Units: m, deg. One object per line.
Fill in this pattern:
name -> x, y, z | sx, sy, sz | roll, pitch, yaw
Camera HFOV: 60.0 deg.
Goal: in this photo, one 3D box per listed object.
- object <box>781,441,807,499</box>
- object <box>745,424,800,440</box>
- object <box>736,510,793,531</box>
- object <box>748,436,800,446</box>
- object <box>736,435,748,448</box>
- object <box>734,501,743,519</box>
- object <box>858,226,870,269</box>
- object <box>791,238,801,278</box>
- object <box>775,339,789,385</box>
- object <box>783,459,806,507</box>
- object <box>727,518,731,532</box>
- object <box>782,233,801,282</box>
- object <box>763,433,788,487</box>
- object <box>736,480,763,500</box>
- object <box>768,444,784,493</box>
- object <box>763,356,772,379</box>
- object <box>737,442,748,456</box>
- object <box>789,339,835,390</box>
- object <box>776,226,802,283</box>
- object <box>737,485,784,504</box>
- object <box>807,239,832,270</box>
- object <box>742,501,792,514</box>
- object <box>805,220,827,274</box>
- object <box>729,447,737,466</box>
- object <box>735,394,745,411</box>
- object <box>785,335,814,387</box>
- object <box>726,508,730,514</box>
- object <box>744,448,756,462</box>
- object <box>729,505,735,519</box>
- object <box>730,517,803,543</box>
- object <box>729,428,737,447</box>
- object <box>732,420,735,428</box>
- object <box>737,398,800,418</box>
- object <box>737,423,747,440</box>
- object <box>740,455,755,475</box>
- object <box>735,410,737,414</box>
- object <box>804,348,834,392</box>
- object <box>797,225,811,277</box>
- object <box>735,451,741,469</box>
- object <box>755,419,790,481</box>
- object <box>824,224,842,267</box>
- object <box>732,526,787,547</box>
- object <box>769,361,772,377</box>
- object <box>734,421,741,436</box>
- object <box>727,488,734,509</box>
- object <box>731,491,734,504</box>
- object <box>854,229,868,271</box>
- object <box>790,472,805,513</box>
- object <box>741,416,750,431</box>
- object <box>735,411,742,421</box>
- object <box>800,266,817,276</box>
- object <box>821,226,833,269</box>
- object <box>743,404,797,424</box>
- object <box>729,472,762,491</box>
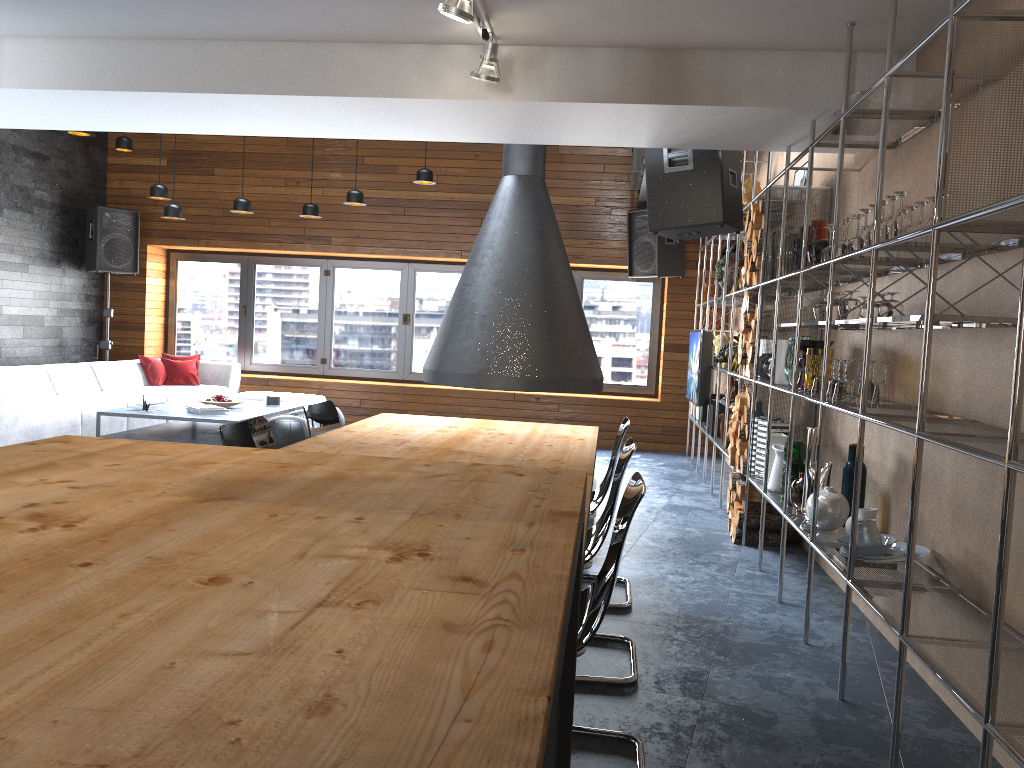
object -> 1.456, 0.446, 4.566 | 0.125, 0.295, 0.130 | 5, 4, 31
object -> 1.561, 0.286, 5.322 | 0.309, 0.121, 0.111 | 3, 3, 5
object -> 1.523, 0.825, 5.350 | 0.321, 0.109, 0.110 | 3, 3, 7
object -> 1.584, 0.347, 5.375 | 0.286, 0.143, 0.143 | 3, 3, 6
object -> 1.560, 0.366, 5.557 | 0.288, 0.118, 0.147 | 3, 3, 2
object -> 1.537, 0.784, 5.460 | 0.329, 0.135, 0.095 | 3, 3, 2
object -> 1.556, -0.598, 3.889 | 0.070, 0.184, 0.071 | 2, 4, -18
object -> 1.520, -0.668, 4.724 | 0.058, 0.215, 0.077 | 5, 4, 32
object -> 1.513, -0.116, 4.789 | 0.175, 0.241, 0.165 | 6, 5, 42
object -> 1.427, 0.494, 4.388 | 0.161, 0.219, 0.157 | 0, 4, -37
object -> 1.544, 0.915, 5.698 | 0.303, 0.095, 0.087 | 3, 3, 6
object -> 1.552, -0.696, 4.887 | 0.113, 0.253, 0.112 | 3, 3, 6
object -> 1.474, 0.425, 4.968 | 0.092, 0.287, 0.148 | 3, 3, 6
object -> 1.543, 0.656, 5.473 | 0.309, 0.131, 0.099 | 3, 3, 2
object -> 1.472, 0.458, 4.775 | 0.171, 0.245, 0.146 | 6, 4, 36
object -> 1.539, -0.089, 5.152 | 0.150, 0.146, 0.148 | 2, 4, -14
object -> 1.562, 0.409, 5.472 | 0.330, 0.098, 0.103 | 3, 3, 3
object -> 1.469, -0.094, 4.369 | 0.218, 0.243, 0.216 | 3, 3, -4
object -> 1.574, -0.734, 5.044 | 0.122, 0.313, 0.122 | 5, 4, 26
object -> 1.534, 0.665, 5.345 | 0.331, 0.105, 0.105 | 3, 3, 3
object -> 1.459, -0.603, 4.151 | 0.148, 0.149, 0.149 | 0, 5, -41
object -> 1.548, 0.717, 5.382 | 0.288, 0.135, 0.109 | 4, 4, 10
object -> 1.482, -0.663, 4.295 | 0.126, 0.254, 0.127 | 0, 5, -40
object -> 1.577, 0.469, 5.672 | 0.362, 0.131, 0.154 | 3, 3, 7
object -> 1.595, 0.129, 5.706 | 0.299, 0.119, 0.151 | 4, 4, 9
object -> 1.480, -0.115, 4.564 | 0.144, 0.264, 0.142 | 6, 4, 36
object -> 1.564, 0.830, 5.801 | 0.303, 0.088, 0.095 | 3, 3, 4
object -> 1.556, 0.429, 5.324 | 0.303, 0.088, 0.095 | 3, 3, 4
object -> 1.558, 0.828, 5.652 | 0.330, 0.098, 0.103 | 3, 3, 3
object -> 1.569, 0.912, 5.457 | 0.428, 0.131, 0.154 | 3, 3, 6
object -> 1.586, 0.346, 5.670 | 0.374, 0.131, 0.115 | 3, 3, 2
object -> 1.600, 0.279, 5.751 | 0.331, 0.110, 0.107 | 3, 3, 4
object -> 1.569, 0.150, 5.431 | 0.362, 0.115, 0.098 | 3, 3, 5
object -> 1.572, 0.305, 5.499 | 0.331, 0.110, 0.101 | 3, 3, 8
object -> 1.530, 0.494, 5.351 | 0.287, 0.112, 0.126 | 3, 3, 6
object -> 1.612, 0.226, 5.767 | 0.308, 0.120, 0.097 | 3, 3, 1
object -> 1.445, -0.065, 4.175 | 0.120, 0.206, 0.120 | 0, 4, -36
object -> 1.509, -0.682, 4.523 | 0.092, 0.268, 0.092 | 5, 4, 29
object -> 1.557, 0.481, 5.548 | 0.299, 0.114, 0.135 | 3, 3, 4
object -> 1.511, 0.387, 5.155 | 0.140, 0.347, 0.139 | 2, 4, -14
object -> 1.408, -0.605, 3.882 | 0.070, 0.184, 0.071 | 2, 4, -18
object -> 1.495, 0.923, 5.364 | 0.312, 0.110, 0.103 | 3, 3, 2
object -> 1.519, -0.083, 4.978 | 0.151, 0.154, 0.151 | 4, 4, 9
object -> 1.566, 0.287, 5.580 | 0.330, 0.098, 0.107 | 3, 3, 2
object -> 1.543, 0.753, 5.740 | 0.286, 0.143, 0.143 | 3, 3, 6
object -> 1.559, 0.728, 5.613 | 0.331, 0.110, 0.101 | 3, 3, 8
object -> 1.581, -0.603, 3.992 | 0.070, 0.184, 0.071 | 2, 4, -18
object -> 1.400, 0.518, 4.227 | 0.145, 0.188, 0.145 | 3, 3, -2
object -> 1.573, 0.252, 5.407 | 0.329, 0.107, 0.128 | 3, 3, 6
object -> 1.582, 0.226, 5.671 | 0.290, 0.153, 0.112 | 3, 3, 3
object -> 1.493, -0.597, 4.423 | 0.108, 0.109, 0.109 | 5, 4, 32
object -> 1.425, -0.610, 3.976 | 0.070, 0.184, 0.071 | 2, 4, -18
object -> 1.551, 0.186, 5.332 | 0.299, 0.114, 0.135 | 3, 3, 4
object -> 1.536, 0.628, 5.579 | 0.321, 0.128, 0.164 | 3, 3, 5
